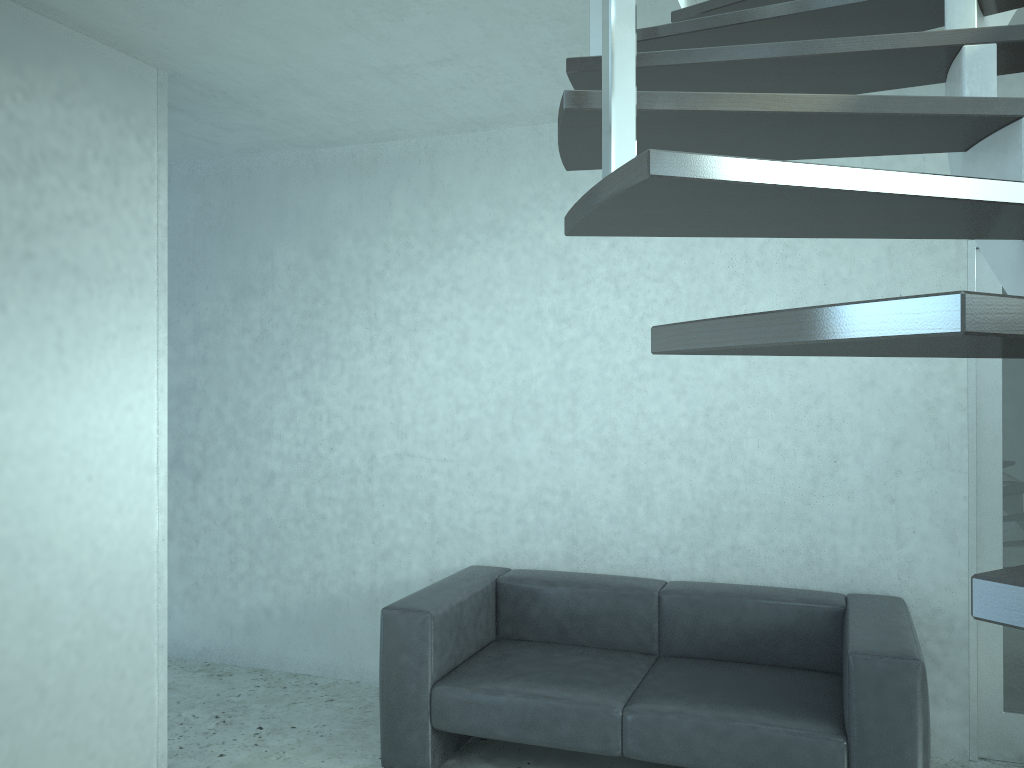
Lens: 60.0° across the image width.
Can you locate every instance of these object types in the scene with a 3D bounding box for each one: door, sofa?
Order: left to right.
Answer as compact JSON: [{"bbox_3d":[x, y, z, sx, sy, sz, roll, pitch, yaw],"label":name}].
[{"bbox_3d":[0.553,1.196,3.602,2.025,0.652,0.943,0,0,20],"label":"sofa"},{"bbox_3d":[3.314,0.139,3.626,2.576,3.200,1.162,0,0,-22],"label":"door"}]

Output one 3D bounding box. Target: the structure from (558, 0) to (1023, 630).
[{"bbox_3d":[1.530,-0.544,1.747,2.655,4.156,3.780,0,0,20],"label":"structure"}]
